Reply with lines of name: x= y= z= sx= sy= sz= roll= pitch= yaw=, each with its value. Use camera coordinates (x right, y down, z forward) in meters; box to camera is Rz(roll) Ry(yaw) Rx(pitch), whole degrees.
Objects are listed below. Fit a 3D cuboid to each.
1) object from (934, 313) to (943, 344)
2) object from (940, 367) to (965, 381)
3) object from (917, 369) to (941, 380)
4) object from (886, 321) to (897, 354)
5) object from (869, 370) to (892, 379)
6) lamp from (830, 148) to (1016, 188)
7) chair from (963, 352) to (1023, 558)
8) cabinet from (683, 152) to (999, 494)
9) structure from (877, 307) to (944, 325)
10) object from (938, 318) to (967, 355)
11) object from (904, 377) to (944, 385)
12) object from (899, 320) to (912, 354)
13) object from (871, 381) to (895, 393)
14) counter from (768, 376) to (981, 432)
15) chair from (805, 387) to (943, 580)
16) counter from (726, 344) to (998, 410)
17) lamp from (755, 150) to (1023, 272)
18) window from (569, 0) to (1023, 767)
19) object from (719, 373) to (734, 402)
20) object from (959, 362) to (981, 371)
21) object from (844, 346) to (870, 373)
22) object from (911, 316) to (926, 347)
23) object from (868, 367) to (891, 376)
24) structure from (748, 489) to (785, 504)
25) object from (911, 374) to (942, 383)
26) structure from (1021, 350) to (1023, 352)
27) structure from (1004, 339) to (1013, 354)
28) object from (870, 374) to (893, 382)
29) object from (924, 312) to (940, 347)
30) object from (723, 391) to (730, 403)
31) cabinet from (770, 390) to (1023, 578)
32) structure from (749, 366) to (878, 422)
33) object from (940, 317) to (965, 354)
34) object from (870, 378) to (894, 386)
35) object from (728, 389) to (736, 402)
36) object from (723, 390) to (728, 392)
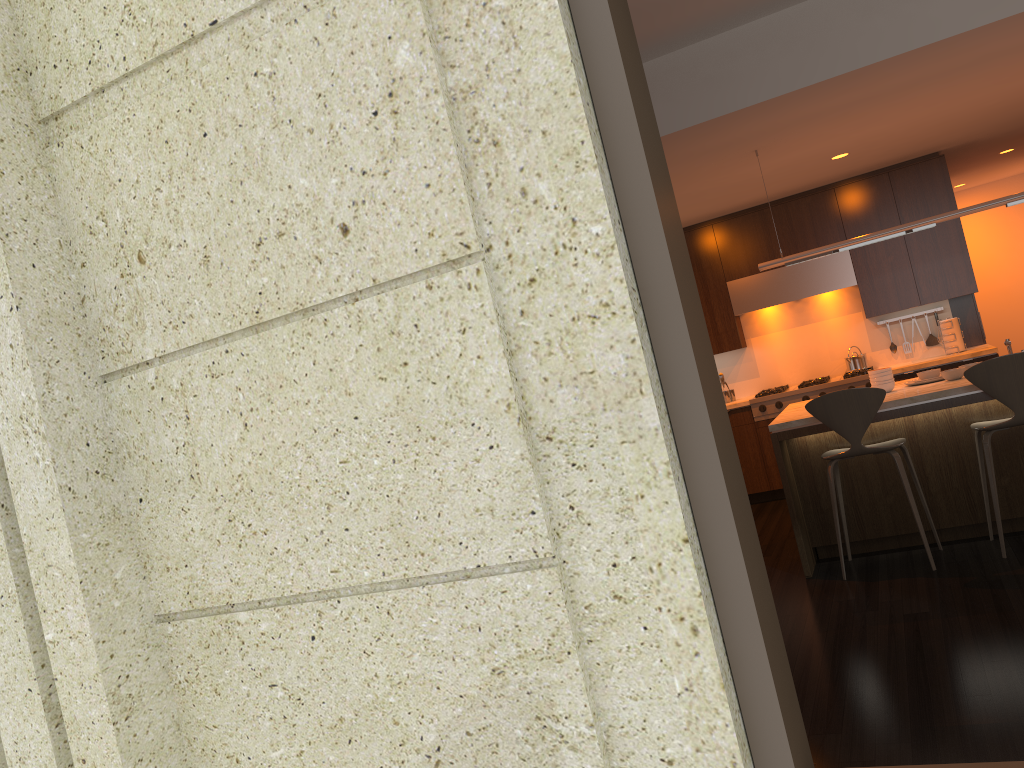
object: x=3.713 y=-0.481 z=7.705 sx=0.063 sy=0.281 sz=0.063 roll=-14 pitch=-1 yaw=1
object: x=2.605 y=-0.054 z=5.232 sx=0.138 sy=0.059 sz=0.139 roll=-13 pitch=-1 yaw=-41
object: x=2.582 y=-0.050 z=5.482 sx=0.138 sy=0.059 sz=0.139 roll=-13 pitch=-1 yaw=-41
object: x=3.357 y=-0.413 z=7.858 sx=0.061 sy=0.296 sz=0.020 roll=-14 pitch=-1 yaw=22
object: x=2.274 y=-0.041 z=5.459 sx=0.140 sy=0.064 sz=0.139 roll=-13 pitch=-1 yaw=-3
lamp: x=-3.024 y=-0.393 z=10.599 sx=16.431 sy=0.171 sz=5.868 roll=-14 pitch=-1 yaw=23
chair: x=2.729 y=0.340 z=4.713 sx=0.520 sy=1.047 sz=0.506 roll=-14 pitch=-1 yaw=23
cabinet: x=2.451 y=-0.572 z=6.171 sx=5.521 sy=2.997 sz=7.728 roll=-14 pitch=-1 yaw=23
structure: x=3.497 y=-0.597 z=7.794 sx=0.541 sy=0.031 sz=0.048 roll=-14 pitch=-1 yaw=27
object: x=3.706 y=-0.407 z=7.484 sx=0.168 sy=0.304 sz=0.160 roll=-13 pitch=-1 yaw=-23
object: x=2.588 y=-0.026 z=5.481 sx=0.310 sy=0.021 sz=0.309 roll=-14 pitch=-1 yaw=23
object: x=3.457 y=-0.421 z=7.819 sx=0.066 sy=0.314 sz=0.004 roll=-14 pitch=-1 yaw=23
object: x=2.290 y=0.025 z=5.458 sx=0.140 sy=0.059 sz=0.139 roll=-14 pitch=-1 yaw=15
counter: x=2.954 y=-0.088 z=5.224 sx=2.711 sy=0.038 sz=1.280 roll=-14 pitch=-1 yaw=23
chair: x=2.006 y=0.519 z=4.987 sx=0.520 sy=1.047 sz=0.506 roll=-14 pitch=-1 yaw=28
counter: x=2.185 y=0.137 z=7.624 sx=3.616 sy=0.038 sz=3.187 roll=-14 pitch=-1 yaw=23
lamp: x=2.611 y=-1.357 z=5.224 sx=2.465 sy=0.765 sz=0.120 roll=-14 pitch=-1 yaw=23
window: x=1.229 y=-0.557 z=1.072 sx=2.310 sy=2.201 sz=0.152 roll=-14 pitch=-1 yaw=24
object: x=1.947 y=0.036 z=8.184 sx=0.101 sy=0.288 sz=0.088 roll=-13 pitch=-1 yaw=-37
object: x=2.755 y=-0.089 z=5.307 sx=0.138 sy=0.059 sz=0.139 roll=-13 pitch=-1 yaw=-41
object: x=3.056 y=-0.232 z=7.886 sx=0.221 sy=0.218 sz=0.221 roll=-14 pitch=-1 yaw=8
object: x=3.540 y=-0.462 z=7.779 sx=0.114 sy=0.271 sz=0.008 roll=-14 pitch=-1 yaw=23
object: x=2.269 y=-0.062 z=5.460 sx=0.140 sy=0.062 sz=0.139 roll=-14 pitch=-1 yaw=32
structure: x=2.324 y=0.582 z=7.672 sx=3.400 sy=0.862 sz=3.060 roll=-14 pitch=-1 yaw=23
object: x=2.587 y=-0.030 z=5.482 sx=0.217 sy=0.025 sz=0.216 roll=-14 pitch=-1 yaw=40
structure: x=3.171 y=-0.336 z=5.155 sx=0.321 sy=0.341 sz=0.310 roll=-13 pitch=-1 yaw=-29
structure: x=2.939 y=-0.187 z=5.229 sx=0.050 sy=0.161 sz=0.067 roll=-14 pitch=-1 yaw=23
object: x=2.280 y=-0.020 z=5.458 sx=0.140 sy=0.062 sz=0.139 roll=-14 pitch=-1 yaw=23
object: x=3.646 y=-0.479 z=7.751 sx=0.112 sy=0.303 sz=0.036 roll=-14 pitch=-1 yaw=23
object: x=1.977 y=0.122 z=8.171 sx=0.060 sy=0.106 sz=0.060 roll=-13 pitch=-1 yaw=-35
cabinet: x=3.060 y=0.356 z=5.216 sx=2.713 sy=0.876 sz=1.281 roll=-14 pitch=-1 yaw=23
structure: x=2.697 y=-0.015 z=7.903 sx=1.067 sy=0.422 sz=0.824 roll=-14 pitch=-1 yaw=23
object: x=3.710 y=-0.406 z=7.475 sx=0.144 sy=0.286 sz=0.149 roll=-14 pitch=-1 yaw=5
object: x=2.285 y=0.001 z=5.459 sx=0.140 sy=0.068 sz=0.139 roll=-14 pitch=-1 yaw=6
object: x=2.042 y=0.107 z=8.228 sx=0.060 sy=0.106 sz=0.060 roll=-13 pitch=-1 yaw=-35
object: x=1.998 y=0.119 z=8.288 sx=0.060 sy=0.106 sz=0.060 roll=-13 pitch=-1 yaw=-35
